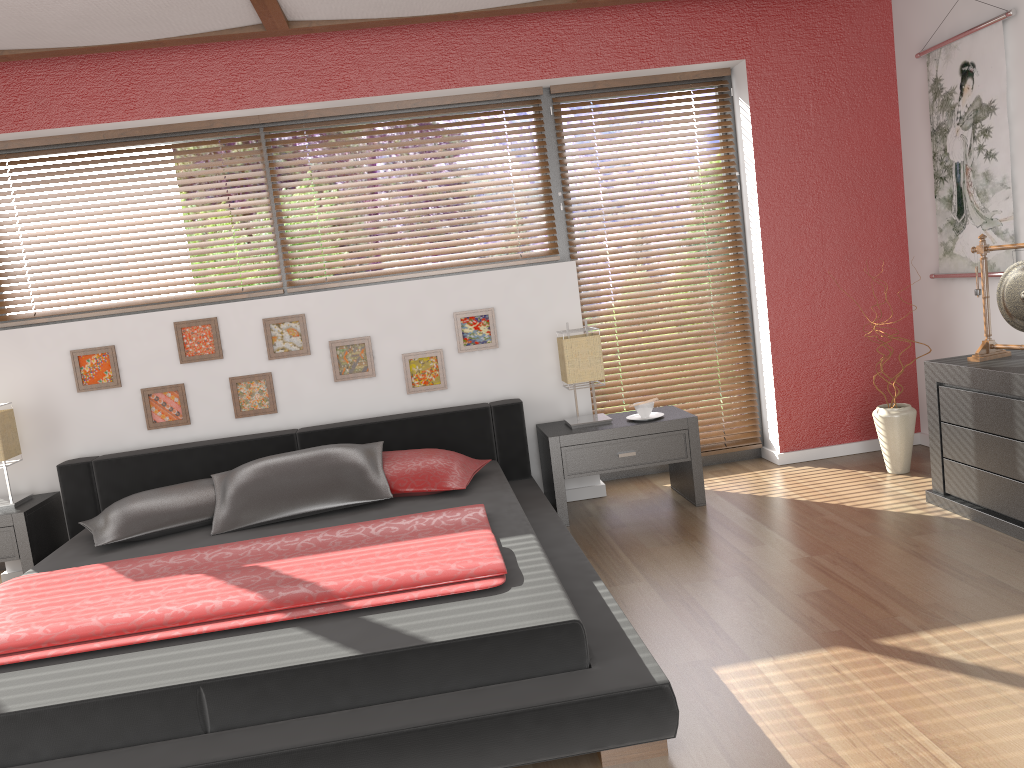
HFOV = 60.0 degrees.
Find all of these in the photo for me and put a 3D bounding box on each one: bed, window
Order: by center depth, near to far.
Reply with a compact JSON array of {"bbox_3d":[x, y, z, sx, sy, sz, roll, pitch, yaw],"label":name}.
[{"bbox_3d":[-0.989,0.630,3.098,2.469,0.577,2.413,-8,7,-6],"label":"bed"},{"bbox_3d":[-1.207,-0.894,4.531,2.817,0.786,0.020,-8,7,-6],"label":"window"},{"bbox_3d":[0.780,-0.619,4.793,0.889,1.893,0.020,-8,7,-6],"label":"window"}]

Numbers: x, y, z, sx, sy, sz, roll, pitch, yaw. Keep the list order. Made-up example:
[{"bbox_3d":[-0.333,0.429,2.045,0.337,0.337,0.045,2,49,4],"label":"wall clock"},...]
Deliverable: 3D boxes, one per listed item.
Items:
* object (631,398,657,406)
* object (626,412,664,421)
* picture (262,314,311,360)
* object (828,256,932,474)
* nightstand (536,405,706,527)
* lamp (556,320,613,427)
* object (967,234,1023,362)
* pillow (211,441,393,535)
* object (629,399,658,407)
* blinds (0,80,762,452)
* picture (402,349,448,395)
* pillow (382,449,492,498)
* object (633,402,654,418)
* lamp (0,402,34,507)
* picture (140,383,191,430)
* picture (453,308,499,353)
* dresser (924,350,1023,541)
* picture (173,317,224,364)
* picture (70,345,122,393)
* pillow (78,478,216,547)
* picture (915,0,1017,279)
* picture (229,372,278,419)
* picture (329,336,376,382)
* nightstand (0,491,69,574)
[{"bbox_3d":[0.625,0.086,4.192,0.192,0.007,0.007,-13,9,-41],"label":"object"},{"bbox_3d":[0.630,0.156,4.195,0.179,0.012,0.179,-5,7,19],"label":"object"},{"bbox_3d":[-1.082,-0.226,4.257,0.200,0.200,0.010,-8,7,-6],"label":"picture"},{"bbox_3d":[1.757,-0.077,4.237,0.422,1.035,0.364,-11,8,-30],"label":"object"},{"bbox_3d":[0.512,0.384,4.261,0.700,0.423,0.413,-8,7,-6],"label":"nightstand"},{"bbox_3d":[0.335,-0.060,4.234,0.200,0.480,0.200,-8,7,-6],"label":"lamp"},{"bbox_3d":[1.947,-0.334,3.338,0.173,0.498,0.490,-10,7,-21],"label":"object"},{"bbox_3d":[-0.881,0.405,3.673,0.744,0.241,0.386,-8,7,-10],"label":"pillow"},{"bbox_3d":[0.620,0.089,4.170,0.192,0.007,0.007,-12,8,-36],"label":"object"},{"bbox_3d":[-1.132,-0.316,4.531,4.840,1.952,0.032,-8,7,-6],"label":"blinds"},{"bbox_3d":[-0.428,-0.060,4.352,0.200,0.200,0.010,-8,7,-6],"label":"picture"},{"bbox_3d":[-0.497,0.388,3.858,0.745,0.172,0.418,-5,7,13],"label":"pillow"},{"bbox_3d":[0.626,0.124,4.191,0.099,0.069,0.099,-5,7,19],"label":"object"},{"bbox_3d":[-2.325,0.300,3.959,0.200,0.480,0.200,-8,7,-6],"label":"lamp"},{"bbox_3d":[-1.650,0.108,4.226,0.200,0.200,0.010,-8,7,-6],"label":"picture"},{"bbox_3d":[-0.177,-0.264,4.360,0.200,0.200,0.010,-8,7,-6],"label":"picture"},{"bbox_3d":[2.094,0.257,2.911,0.540,0.608,1.740,-8,7,-6],"label":"dresser"},{"bbox_3d":[-1.489,-0.206,4.212,0.200,0.200,0.010,-8,7,-6],"label":"picture"},{"bbox_3d":[-1.957,-0.071,4.171,0.200,0.200,0.010,-8,7,-6],"label":"picture"},{"bbox_3d":[-1.390,0.515,3.712,0.745,0.172,0.418,-11,8,-30],"label":"pillow"},{"bbox_3d":[2.086,-1.120,4.060,0.028,1.270,0.701,-8,7,-6],"label":"picture"},{"bbox_3d":[-1.245,0.055,4.268,0.200,0.200,0.010,-8,7,-6],"label":"picture"},{"bbox_3d":[-0.775,-0.121,4.304,0.200,0.200,0.010,-8,7,-6],"label":"picture"},{"bbox_3d":[-2.422,0.781,3.958,0.700,0.423,0.413,-8,7,-6],"label":"nightstand"}]
